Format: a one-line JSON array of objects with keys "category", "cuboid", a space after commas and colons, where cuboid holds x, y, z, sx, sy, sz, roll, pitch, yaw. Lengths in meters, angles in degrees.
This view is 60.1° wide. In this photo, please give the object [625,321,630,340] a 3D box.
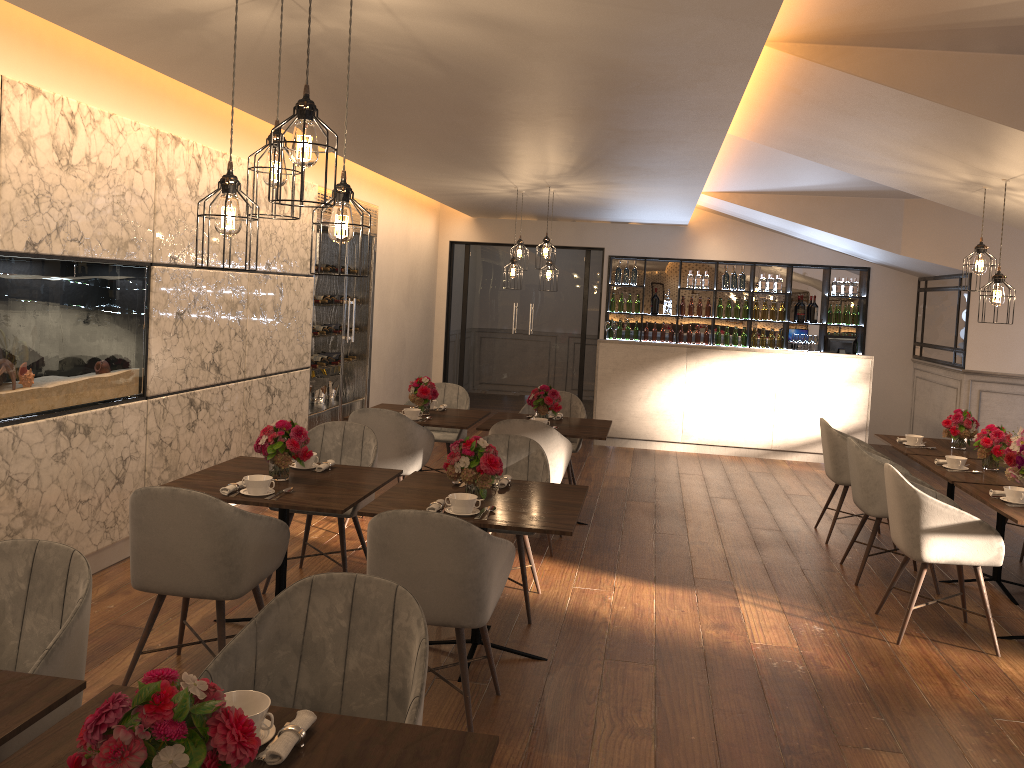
[{"category": "object", "cuboid": [1.541, -0.714, 11.785, 0.065, 0.261, 0.066, 2, 3, -12]}]

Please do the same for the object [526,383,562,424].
[{"category": "object", "cuboid": [0.228, 0.138, 6.501, 0.234, 0.300, 0.306, 1, 5, -34]}]

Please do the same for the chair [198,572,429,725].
[{"category": "chair", "cuboid": [-0.486, 0.974, 2.183, 0.565, 0.870, 0.527, 4, 3, 9]}]

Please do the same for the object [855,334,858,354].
[{"category": "object", "cuboid": [4.393, -0.516, 11.331, 0.065, 0.261, 0.066, 2, 3, -12]}]

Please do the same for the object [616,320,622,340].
[{"category": "object", "cuboid": [1.432, -0.722, 11.803, 0.065, 0.261, 0.066, 2, 3, -12]}]

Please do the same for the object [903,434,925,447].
[{"category": "object", "cuboid": [2.894, 0.409, 6.371, 0.148, 0.072, 0.149, -1, 7, -38]}]

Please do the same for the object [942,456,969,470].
[{"category": "object", "cuboid": [2.751, 0.491, 5.487, 0.148, 0.072, 0.149, -1, 7, -38]}]

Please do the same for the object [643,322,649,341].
[{"category": "object", "cuboid": [1.781, -0.697, 11.747, 0.065, 0.261, 0.066, 2, 3, -12]}]

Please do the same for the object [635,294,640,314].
[{"category": "object", "cuboid": [1.669, -1.067, 11.752, 0.065, 0.261, 0.066, 2, 3, -12]}]

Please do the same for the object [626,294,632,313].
[{"category": "object", "cuboid": [1.560, -1.075, 11.770, 0.065, 0.261, 0.066, 2, 3, -12]}]

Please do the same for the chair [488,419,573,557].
[{"category": "chair", "cuboid": [0.093, 0.633, 5.863, 0.565, 0.870, 0.527, 4, 3, 9]}]

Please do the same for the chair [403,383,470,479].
[{"category": "chair", "cuboid": [-0.627, 0.447, 7.322, 0.565, 0.870, 0.527, 4, 3, 9]}]

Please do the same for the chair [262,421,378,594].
[{"category": "chair", "cuboid": [-1.021, 0.673, 4.877, 0.565, 0.870, 0.527, 4, 3, 9]}]

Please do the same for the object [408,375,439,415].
[{"category": "object", "cuboid": [-0.655, 0.076, 6.634, 0.234, 0.300, 0.306, 2, 4, -16]}]

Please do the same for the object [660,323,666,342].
[{"category": "object", "cuboid": [1.999, -0.682, 11.712, 0.065, 0.261, 0.066, 2, 3, -12]}]

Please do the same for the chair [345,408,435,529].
[{"category": "chair", "cuboid": [-0.853, 0.567, 6.014, 0.565, 0.870, 0.527, 4, 3, 9]}]

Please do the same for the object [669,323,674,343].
[{"category": "object", "cuboid": [2.108, -0.675, 11.695, 0.065, 0.261, 0.066, 2, 3, -12]}]

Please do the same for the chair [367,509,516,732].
[{"category": "chair", "cuboid": [-0.302, 0.859, 3.419, 0.565, 0.870, 0.527, 4, 3, 9]}]

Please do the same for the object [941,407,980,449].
[{"category": "object", "cuboid": [3.203, 0.311, 6.334, 0.305, 0.300, 0.235, 0, 5, -34]}]

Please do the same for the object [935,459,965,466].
[{"category": "object", "cuboid": [2.768, 0.497, 5.600, 0.175, 0.039, 0.056, 4, 5, 9]}]

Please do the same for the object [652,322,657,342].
[{"category": "object", "cuboid": [1.890, -0.690, 11.730, 0.065, 0.261, 0.066, 2, 3, -12]}]

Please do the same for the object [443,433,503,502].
[{"category": "object", "cuboid": [-0.162, 0.369, 4.007, 0.306, 0.300, 0.234, 7, 5, 41]}]

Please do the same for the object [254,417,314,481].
[{"category": "object", "cuboid": [-1.094, 0.301, 4.184, 0.306, 0.300, 0.234, 6, 4, 31]}]

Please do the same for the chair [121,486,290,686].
[{"category": "chair", "cuboid": [-1.248, 0.793, 3.569, 0.565, 0.870, 0.527, 4, 3, 9]}]

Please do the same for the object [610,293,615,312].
[{"category": "object", "cuboid": [1.342, -1.090, 11.804, 0.065, 0.261, 0.066, 2, 3, -12]}]

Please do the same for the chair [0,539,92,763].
[{"category": "chair", "cuboid": [-1.432, 0.909, 2.334, 0.565, 0.870, 0.527, 4, 3, 9]}]

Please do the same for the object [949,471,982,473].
[{"category": "object", "cuboid": [2.751, 0.531, 5.374, 0.197, 0.015, 0.043, 4, 5, 5]}]

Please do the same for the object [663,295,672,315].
[{"category": "object", "cuboid": [2.058, -1.049, 11.688, 0.108, 0.281, 0.108, 1, 4, -35]}]

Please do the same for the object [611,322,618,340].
[{"category": "object", "cuboid": [1.163, -0.603, 10.079, 0.065, 0.207, 0.146, 3, 4, 0]}]

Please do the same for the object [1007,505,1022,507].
[{"category": "object", "cuboid": [2.602, 0.616, 4.453, 0.197, 0.015, 0.043, 4, 5, 5]}]

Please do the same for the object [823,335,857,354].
[{"category": "object", "cuboid": [3.658, -0.373, 9.843, 0.408, 0.328, 0.130, 2, 3, -13]}]

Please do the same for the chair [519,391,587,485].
[{"category": "chair", "cuboid": [0.319, 0.512, 7.171, 0.565, 0.870, 0.527, 4, 3, 9]}]

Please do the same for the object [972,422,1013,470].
[{"category": "object", "cuboid": [3.002, 0.383, 5.540, 0.234, 0.300, 0.305, 5, 5, 28]}]

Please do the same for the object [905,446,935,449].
[{"category": "object", "cuboid": [2.905, 0.452, 6.291, 0.211, 0.004, 0.022, 4, 6, 9]}]

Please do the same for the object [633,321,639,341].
[{"category": "object", "cuboid": [1.650, -0.707, 11.768, 0.065, 0.261, 0.066, 2, 3, -12]}]

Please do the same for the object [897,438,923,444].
[{"category": "object", "cuboid": [2.911, 0.415, 6.484, 0.175, 0.039, 0.056, 4, 5, 9]}]

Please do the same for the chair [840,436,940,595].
[{"category": "chair", "cuboid": [2.354, 0.787, 5.536, 0.526, 0.870, 0.566, 4, 3, 9]}]

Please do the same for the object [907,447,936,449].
[{"category": "object", "cuboid": [2.893, 0.449, 6.257, 0.197, 0.015, 0.043, 4, 5, 5]}]

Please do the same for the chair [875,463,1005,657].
[{"category": "chair", "cuboid": [2.205, 0.873, 4.609, 0.526, 0.870, 0.566, 4, 3, 9]}]

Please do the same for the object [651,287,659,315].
[{"category": "object", "cuboid": [1.896, -1.100, 11.718, 0.104, 0.358, 0.104, 2, 3, -19]}]

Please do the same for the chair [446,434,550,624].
[{"category": "chair", "cuboid": [-0.075, 0.739, 4.727, 0.565, 0.870, 0.527, 4, 3, 9]}]

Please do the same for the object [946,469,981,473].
[{"category": "object", "cuboid": [2.763, 0.534, 5.407, 0.211, 0.004, 0.022, 4, 6, 9]}]

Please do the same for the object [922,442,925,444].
[{"category": "object", "cuboid": [2.914, 0.426, 6.449, 0.192, 0.024, 0.025, 4, 4, 9]}]

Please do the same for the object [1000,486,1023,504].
[{"category": "object", "cuboid": [2.603, 0.576, 4.567, 0.148, 0.072, 0.149, -1, 7, -38]}]

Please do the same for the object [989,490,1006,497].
[{"category": "object", "cuboid": [2.620, 0.582, 4.680, 0.175, 0.039, 0.056, 4, 5, 9]}]

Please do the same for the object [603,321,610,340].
[{"category": "object", "cuboid": [1.079, -0.608, 10.088, 0.065, 0.207, 0.065, 3, 3, 0]}]

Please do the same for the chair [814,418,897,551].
[{"category": "chair", "cuboid": [2.504, 0.701, 6.462, 0.526, 0.870, 0.566, 4, 3, 9]}]

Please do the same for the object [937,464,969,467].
[{"category": "object", "cuboid": [2.772, 0.508, 5.565, 0.192, 0.024, 0.025, 4, 4, 9]}]

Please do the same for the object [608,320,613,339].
[{"category": "object", "cuboid": [1.323, -0.729, 11.820, 0.065, 0.261, 0.066, 2, 3, -12]}]

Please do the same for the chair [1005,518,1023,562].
[{"category": "chair", "cuboid": [3.816, 0.790, 6.271, 0.526, 0.870, 0.566, 4, 3, 9]}]

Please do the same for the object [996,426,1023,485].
[{"category": "object", "cuboid": [2.819, 0.401, 4.654, 0.419, 0.424, 0.407, 3, 4, -3]}]

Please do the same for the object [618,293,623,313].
[{"category": "object", "cuboid": [1.451, -1.083, 11.787, 0.065, 0.261, 0.066, 2, 3, -12]}]

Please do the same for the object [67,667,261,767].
[{"category": "object", "cuboid": [-0.573, 0.605, 1.465, 0.305, 0.300, 0.235, 2, 4, -13]}]

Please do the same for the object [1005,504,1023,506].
[{"category": "object", "cuboid": [2.614, 0.619, 4.487, 0.211, 0.004, 0.022, 4, 6, 9]}]
